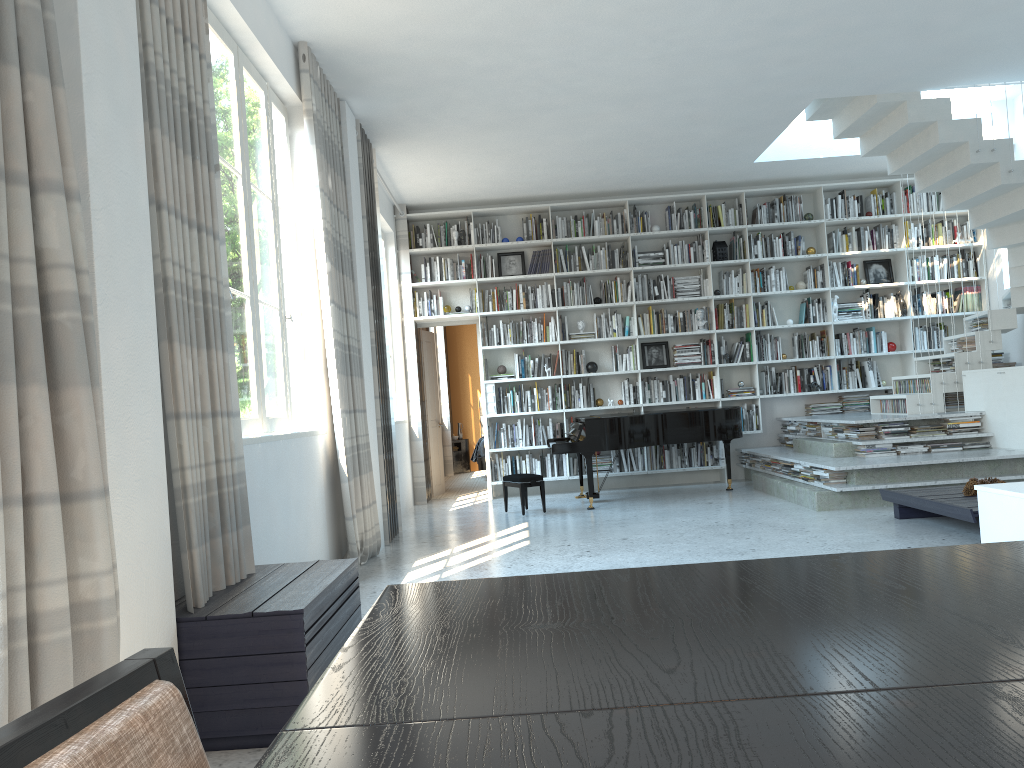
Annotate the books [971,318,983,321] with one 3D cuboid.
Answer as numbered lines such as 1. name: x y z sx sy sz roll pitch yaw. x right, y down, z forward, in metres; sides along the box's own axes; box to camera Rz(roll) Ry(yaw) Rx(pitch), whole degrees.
1. books: 4.588 -0.631 8.654 0.165 0.014 0.235 -5 -2 17

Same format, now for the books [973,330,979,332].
1. books: 4.603 -0.518 8.651 0.149 0.014 0.228 -4 -2 12

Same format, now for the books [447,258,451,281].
1. books: -0.682 -1.236 9.730 0.025 0.261 0.167 -4 -1 0

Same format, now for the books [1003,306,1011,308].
1. books: 4.947 -0.764 8.661 0.184 0.006 0.262 -4 -2 6

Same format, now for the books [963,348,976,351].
1. books: 4.279 -0.324 8.171 0.215 0.013 0.189 -5 -2 33

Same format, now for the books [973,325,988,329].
1. books: 4.485 -0.544 8.374 0.191 0.014 0.243 -4 -2 13

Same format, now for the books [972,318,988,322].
1. books: 4.485 -0.608 8.374 0.191 0.013 0.243 -4 -2 11

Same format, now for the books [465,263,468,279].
1. books: -0.493 -1.216 9.752 0.029 0.196 0.146 -4 -1 0

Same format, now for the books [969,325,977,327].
1. books: 4.586 -0.573 8.655 0.171 0.011 0.231 -4 -2 11

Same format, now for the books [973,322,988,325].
1. books: 4.492 -0.578 8.373 0.176 0.007 0.254 -4 -2 8

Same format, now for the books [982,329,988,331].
1. books: 4.517 -0.506 8.368 0.136 0.013 0.258 -4 -2 12

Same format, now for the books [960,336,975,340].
1. books: 4.269 -0.428 8.167 0.234 0.025 0.157 -5 -2 38

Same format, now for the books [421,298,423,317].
1. books: -0.980 -0.827 9.729 0.010 0.220 0.181 -4 -1 0

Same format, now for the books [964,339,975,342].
1. books: 4.274 -0.403 8.173 0.184 0.016 0.179 -5 -2 29

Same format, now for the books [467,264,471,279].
1. books: -0.466 -1.215 9.737 0.026 0.188 0.154 -4 -1 0

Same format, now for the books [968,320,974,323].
1. books: 4.580 -0.616 8.656 0.190 0.015 0.230 -4 -2 14

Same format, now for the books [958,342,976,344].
1. books: 4.266 -0.383 8.158 0.295 0.007 0.146 -5 -2 31

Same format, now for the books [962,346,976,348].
1. books: 4.276 -0.343 8.169 0.222 0.011 0.180 -5 -2 32

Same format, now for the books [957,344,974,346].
1. books: 4.267 -0.365 8.158 0.295 0.006 0.146 -5 -2 35

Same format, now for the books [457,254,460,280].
1. books: -0.578 -1.265 9.731 0.012 0.303 0.189 -4 -1 0

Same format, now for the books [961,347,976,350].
1. books: 4.284 -0.334 8.180 0.254 0.007 0.189 -5 -2 28

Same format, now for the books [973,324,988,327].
1. books: 4.493 -0.557 8.373 0.187 0.009 0.261 -4 -2 10

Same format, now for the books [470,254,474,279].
1. books: -0.436 -1.270 9.740 0.014 0.294 0.173 -4 -1 0

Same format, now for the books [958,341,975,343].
1. books: 4.265 -0.391 8.158 0.295 0.007 0.146 -5 -2 35

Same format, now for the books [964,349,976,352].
1. books: 4.283 -0.312 8.175 0.206 0.012 0.183 -5 -2 28

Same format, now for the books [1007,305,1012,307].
1. books: 4.959 -0.777 8.659 0.150 0.017 0.288 -4 -2 15

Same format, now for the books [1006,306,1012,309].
1. books: 4.952 -0.756 8.660 0.169 0.010 0.282 -4 -2 15

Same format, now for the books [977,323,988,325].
1. books: 4.503 -0.569 8.371 0.154 0.014 0.196 -4 -2 13

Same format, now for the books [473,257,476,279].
1. books: -0.410 -1.259 9.755 0.037 0.268 0.113 -4 -1 0

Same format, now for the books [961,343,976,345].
1. books: 4.275 -0.374 8.171 0.232 0.011 0.171 -5 -2 37

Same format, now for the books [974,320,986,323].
1. books: 4.494 -0.598 8.372 0.174 0.009 0.240 -4 -2 9

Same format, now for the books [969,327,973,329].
1. books: 4.588 -0.558 8.654 0.184 0.006 0.262 -4 -2 15

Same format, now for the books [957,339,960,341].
1. books: 4.342 -0.426 8.411 0.166 0.017 0.190 -4 -2 3

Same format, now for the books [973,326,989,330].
1. books: 4.487 -0.531 8.373 0.182 0.013 0.287 -4 -2 14

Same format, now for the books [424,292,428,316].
1. books: -0.937 -0.860 9.738 0.022 0.281 0.156 -4 -1 0

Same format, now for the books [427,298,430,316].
1. books: -0.911 -0.828 9.754 0.023 0.214 0.140 -4 -1 0

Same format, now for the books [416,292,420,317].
1. books: -1.027 -0.854 9.730 0.023 0.281 0.170 -4 -1 0

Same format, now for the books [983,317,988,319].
1. books: 4.512 -0.620 8.369 0.134 0.007 0.298 -4 -2 9

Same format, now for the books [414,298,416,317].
1. books: -1.056 -0.822 9.730 0.013 0.222 0.162 -4 -1 0

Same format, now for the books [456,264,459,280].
1. books: -0.594 -1.210 9.755 0.029 0.197 0.144 -4 -1 0

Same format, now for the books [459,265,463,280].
1. books: -0.552 -1.206 9.746 0.031 0.182 0.151 -4 -1 0

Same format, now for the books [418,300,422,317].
1. books: -0.998 -0.814 9.738 0.029 0.197 0.160 -4 -1 0

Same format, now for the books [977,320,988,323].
1. books: 4.505 -0.589 8.370 0.144 0.011 0.257 -4 -2 7

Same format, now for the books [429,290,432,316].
1. books: -0.885 -0.872 9.716 0.013 0.297 0.187 -4 -1 0

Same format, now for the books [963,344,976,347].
1. books: 4.268 -0.355 8.157 0.215 0.014 0.138 -5 -2 28

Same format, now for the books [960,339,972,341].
1. books: 4.265 -0.413 8.160 0.254 0.005 0.161 -5 -2 33

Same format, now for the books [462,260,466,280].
1. books: -0.523 -1.232 9.724 0.029 0.229 0.191 -4 -1 0

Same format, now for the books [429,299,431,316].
1. books: -0.894 -0.826 9.733 0.011 0.206 0.163 -4 -1 0

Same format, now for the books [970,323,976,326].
1. books: 4.587 -0.589 8.654 0.168 0.005 0.292 -5 -2 18

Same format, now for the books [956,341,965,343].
1. books: 4.343 -0.411 8.409 0.218 0.012 0.156 -5 -2 17

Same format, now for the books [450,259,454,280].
1. books: -0.654 -1.233 9.729 0.030 0.251 0.166 -4 -1 0

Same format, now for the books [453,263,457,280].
1. books: -0.623 -1.215 9.747 0.028 0.212 0.138 -4 -1 0

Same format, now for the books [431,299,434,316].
1. books: -0.863 -0.821 9.729 0.024 0.193 0.181 -4 -1 0

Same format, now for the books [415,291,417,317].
1. books: -1.045 -0.863 9.753 0.013 0.303 0.135 -4 -1 0

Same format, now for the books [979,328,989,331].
1. books: 4.517 -0.519 8.368 0.130 0.014 0.249 -4 -2 13

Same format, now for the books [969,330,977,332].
1. books: 4.590 -0.529 8.654 0.176 0.009 0.275 -4 -2 13

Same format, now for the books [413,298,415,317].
1. books: -1.069 -0.824 9.729 0.013 0.228 0.179 -4 -1 0

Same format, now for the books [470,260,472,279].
1. books: -0.448 -1.240 9.752 0.014 0.235 0.144 -4 -1 0

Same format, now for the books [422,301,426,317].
1. books: -0.959 -0.810 9.754 0.029 0.185 0.134 -4 -1 0
